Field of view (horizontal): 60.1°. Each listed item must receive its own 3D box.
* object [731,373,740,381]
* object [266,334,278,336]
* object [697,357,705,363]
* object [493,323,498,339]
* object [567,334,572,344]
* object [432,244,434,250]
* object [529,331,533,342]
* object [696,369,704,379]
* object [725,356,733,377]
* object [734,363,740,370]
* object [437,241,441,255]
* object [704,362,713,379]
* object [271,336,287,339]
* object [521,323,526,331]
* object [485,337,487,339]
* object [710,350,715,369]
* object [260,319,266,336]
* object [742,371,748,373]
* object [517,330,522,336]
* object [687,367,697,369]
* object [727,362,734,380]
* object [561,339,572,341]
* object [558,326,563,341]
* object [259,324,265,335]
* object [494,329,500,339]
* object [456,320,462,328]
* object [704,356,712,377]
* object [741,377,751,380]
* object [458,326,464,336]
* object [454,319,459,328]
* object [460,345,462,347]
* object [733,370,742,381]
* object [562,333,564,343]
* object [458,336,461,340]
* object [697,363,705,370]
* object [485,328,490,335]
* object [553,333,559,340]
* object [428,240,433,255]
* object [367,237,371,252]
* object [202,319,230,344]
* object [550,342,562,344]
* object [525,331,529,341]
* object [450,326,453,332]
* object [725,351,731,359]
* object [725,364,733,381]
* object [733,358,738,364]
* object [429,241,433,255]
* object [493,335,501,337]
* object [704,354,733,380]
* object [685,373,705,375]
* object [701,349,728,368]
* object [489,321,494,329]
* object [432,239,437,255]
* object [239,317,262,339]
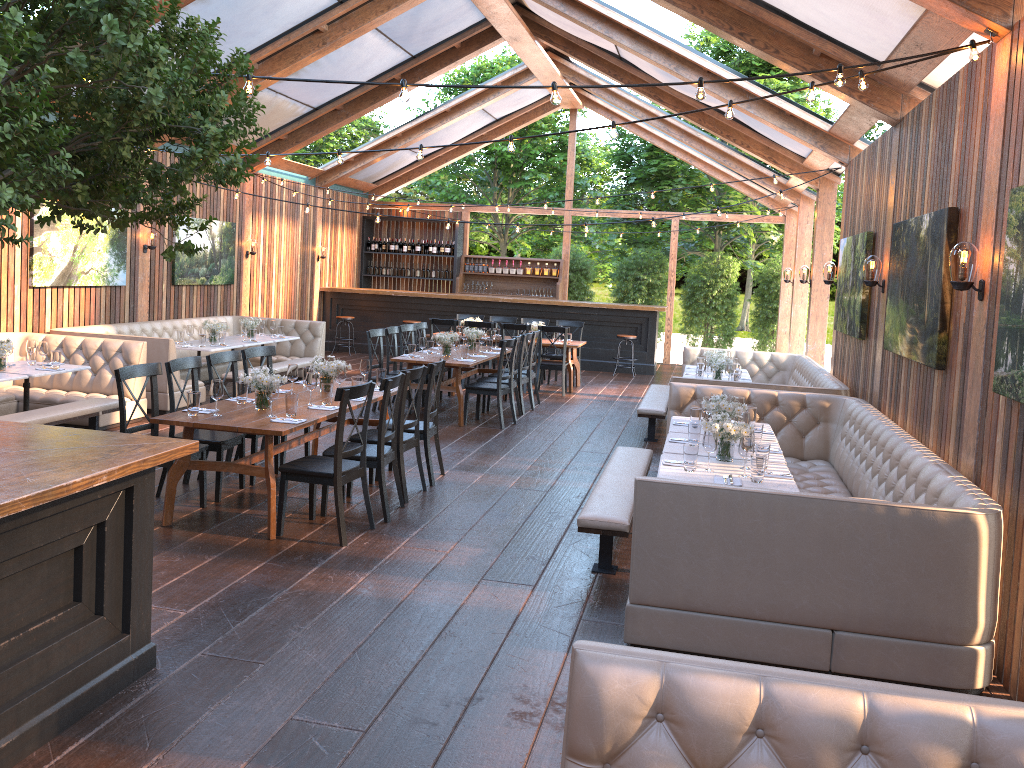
[{"bbox_3d":[2.405,-0.033,9.544,0.092,0.157,0.092,3,5,-1],"label":"object"},{"bbox_3d":[-3.504,-0.718,12.988,0.157,0.019,0.256,5,8,12],"label":"object"},{"bbox_3d":[2.400,-0.255,11.251,0.092,0.157,0.092,3,5,-1],"label":"object"},{"bbox_3d":[-0.264,-0.836,13.887,0.092,0.243,0.093,0,5,-35],"label":"object"},{"bbox_3d":[0.864,-0.690,13.546,0.092,0.157,0.092,7,6,38],"label":"object"},{"bbox_3d":[-1.705,-2.984,19.378,0.078,0.311,0.078,3,4,7],"label":"object"},{"bbox_3d":[0.295,-0.737,13.679,0.092,0.157,0.092,7,6,38],"label":"object"},{"bbox_3d":[2.064,-0.076,9.738,0.092,0.157,0.092,3,5,-1],"label":"object"},{"bbox_3d":[2.603,-0.206,10.626,0.092,0.243,0.093,0,5,-35],"label":"object"},{"bbox_3d":[2.700,-0.164,10.674,0.092,0.157,0.092,3,5,-1],"label":"object"},{"bbox_3d":[-1.589,-2.963,19.273,0.077,0.308,0.078,2,4,-9],"label":"object"},{"bbox_3d":[2.166,-0.119,9.781,0.092,0.243,0.093,1,5,-30],"label":"object"},{"bbox_3d":[-3.342,-0.666,12.650,0.255,0.019,0.158,5,8,13],"label":"object"},{"bbox_3d":[0.178,-0.852,14.183,0.092,0.243,0.093,0,5,-35],"label":"object"},{"bbox_3d":[-0.402,-0.718,13.791,0.157,0.019,0.256,5,8,12],"label":"object"},{"bbox_3d":[2.601,-0.320,11.507,0.092,0.243,0.093,0,5,-35],"label":"object"},{"bbox_3d":[-3.620,-0.821,12.867,0.092,0.243,0.093,0,5,-35],"label":"object"},{"bbox_3d":[2.879,-0.165,11.290,0.255,0.019,0.158,5,8,13],"label":"object"},{"bbox_3d":[0.125,-0.823,14.273,0.092,0.157,0.092,7,6,38],"label":"object"},{"bbox_3d":[2.383,-0.208,11.421,0.255,0.019,0.158,5,8,13],"label":"object"},{"bbox_3d":[2.427,-0.118,9.874,0.092,0.243,0.093,1,5,-30],"label":"object"},{"bbox_3d":[0.877,-0.701,14.179,0.157,0.019,0.256,5,8,12],"label":"object"},{"bbox_3d":[0.765,-0.804,14.053,0.092,0.243,0.093,0,5,-35],"label":"object"},{"bbox_3d":[-3.666,-0.794,12.969,0.092,0.157,0.092,3,5,-1],"label":"object"},{"bbox_3d":[-0.236,-0.779,13.788,0.092,0.157,0.092,7,6,38],"label":"object"},{"bbox_3d":[-0.838,-0.884,14.022,0.092,0.243,0.093,0,5,-35],"label":"object"},{"bbox_3d":[2.340,-0.211,10.561,0.092,0.243,0.093,0,5,-35],"label":"object"},{"bbox_3d":[2.710,-0.073,10.513,0.255,0.019,0.158,5,8,13],"label":"object"},{"bbox_3d":[-0.810,-0.825,13.909,0.092,0.157,0.092,7,6,38],"label":"object"},{"bbox_3d":[-0.910,-0.938,14.414,0.092,0.243,0.093,0,5,-35],"label":"object"},{"bbox_3d":[-0.779,-0.532,12.208,0.255,0.019,0.158,5,8,13],"label":"object"},{"bbox_3d":[2.525,-0.076,9.922,0.092,0.157,0.092,3,5,-1],"label":"object"},{"bbox_3d":[0.814,-0.751,13.665,0.092,0.243,0.093,0,5,-35],"label":"object"},{"bbox_3d":[-0.747,-0.576,12.022,0.092,0.157,0.092,7,6,38],"label":"object"},{"bbox_3d":[2.238,-0.168,10.519,0.092,0.157,0.092,3,5,-1],"label":"object"},{"bbox_3d":[-0.395,-0.866,14.398,0.092,0.157,0.092,7,6,38],"label":"object"},{"bbox_3d":[0.700,-0.779,14.169,0.092,0.157,0.092,7,6,38],"label":"object"},{"bbox_3d":[-1.808,-2.998,19.445,0.136,0.314,0.137,1,5,-26],"label":"object"},{"bbox_3d":[-3.179,-3.103,19.660,0.081,0.323,0.171,3,4,-3],"label":"object"},{"bbox_3d":[-3.850,-0.682,11.451,0.330,0.308,0.337,7,7,34],"label":"object"},{"bbox_3d":[0.686,-0.631,13.561,0.157,0.019,0.256,5,8,12],"label":"object"},{"bbox_3d":[0.240,-0.798,13.792,0.092,0.243,0.093,0,5,-35],"label":"object"},{"bbox_3d":[-0.972,-0.913,14.524,0.092,0.157,0.092,7,6,38],"label":"object"},{"bbox_3d":[2.772,-0.298,11.404,0.092,0.243,0.093,0,5,-35],"label":"object"},{"bbox_3d":[2.363,-0.091,9.641,0.092,0.243,0.093,1,5,-30],"label":"object"},{"bbox_3d":[2.869,-0.256,11.451,0.092,0.157,0.092,3,5,-1],"label":"object"},{"bbox_3d":[-1.771,-2.972,19.284,0.077,0.306,0.077,5,4,29],"label":"object"},{"bbox_3d":[-0.227,-0.791,14.424,0.157,0.019,0.256,5,8,12],"label":"object"},{"bbox_3d":[2.366,-0.182,10.091,0.330,0.308,0.337,7,7,34],"label":"object"},{"bbox_3d":[2.221,-0.121,10.689,0.255,0.019,0.158,5,8,13],"label":"object"},{"bbox_3d":[2.553,-0.293,11.025,0.329,0.308,0.338,2,6,-13],"label":"object"},{"bbox_3d":[-0.336,-0.893,14.295,0.092,0.243,0.093,0,5,-35],"label":"object"},{"bbox_3d":[-1.685,-2.980,19.276,0.087,0.333,0.088,2,4,-8],"label":"object"},{"bbox_3d":[-3.663,-0.793,12.384,0.329,0.308,0.338,2,6,-13],"label":"object"}]
